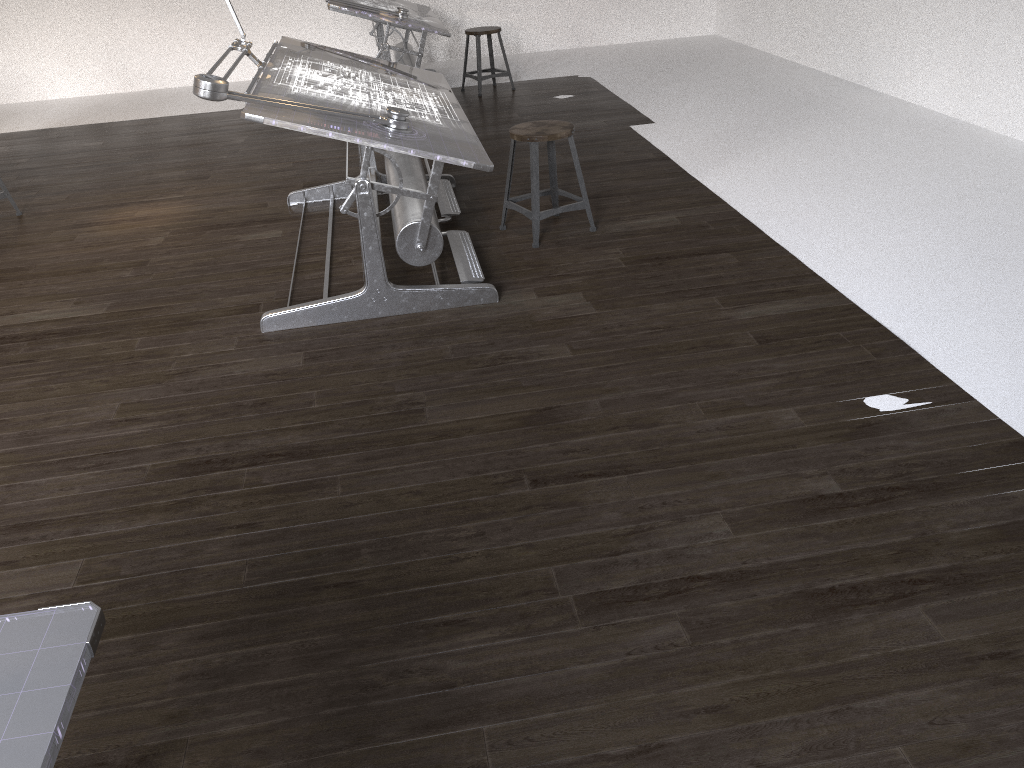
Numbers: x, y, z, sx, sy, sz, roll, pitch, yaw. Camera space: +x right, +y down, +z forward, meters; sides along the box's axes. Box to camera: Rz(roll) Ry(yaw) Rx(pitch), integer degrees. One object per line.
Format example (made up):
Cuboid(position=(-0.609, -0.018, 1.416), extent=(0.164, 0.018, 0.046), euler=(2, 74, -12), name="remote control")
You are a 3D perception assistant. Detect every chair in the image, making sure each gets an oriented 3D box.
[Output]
Cuboid(position=(-3.200, -1.176, 5.146), extent=(0.359, 0.517, 0.379), euler=(6, 29, 19), name="chair")
Cuboid(position=(0.159, -0.998, 4.358), extent=(0.374, 0.517, 0.363), euler=(-19, 31, -25), name="chair")
Cuboid(position=(-0.231, -2.807, 7.690), extent=(0.374, 0.517, 0.363), euler=(-19, 31, -25), name="chair")

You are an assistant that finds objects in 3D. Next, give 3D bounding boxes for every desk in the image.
Cuboid(position=(-0.974, 0.806, 0.562), extent=(1.172, 1.164, 1.295), euler=(-8, 28, -6), name="desk")
Cuboid(position=(-0.765, -1.288, 4.126), extent=(1.077, 1.358, 2.111), euler=(-8, 28, -6), name="desk")
Cuboid(position=(-1.156, -3.095, 7.454), extent=(1.077, 1.358, 2.111), euler=(-8, 28, -6), name="desk")
